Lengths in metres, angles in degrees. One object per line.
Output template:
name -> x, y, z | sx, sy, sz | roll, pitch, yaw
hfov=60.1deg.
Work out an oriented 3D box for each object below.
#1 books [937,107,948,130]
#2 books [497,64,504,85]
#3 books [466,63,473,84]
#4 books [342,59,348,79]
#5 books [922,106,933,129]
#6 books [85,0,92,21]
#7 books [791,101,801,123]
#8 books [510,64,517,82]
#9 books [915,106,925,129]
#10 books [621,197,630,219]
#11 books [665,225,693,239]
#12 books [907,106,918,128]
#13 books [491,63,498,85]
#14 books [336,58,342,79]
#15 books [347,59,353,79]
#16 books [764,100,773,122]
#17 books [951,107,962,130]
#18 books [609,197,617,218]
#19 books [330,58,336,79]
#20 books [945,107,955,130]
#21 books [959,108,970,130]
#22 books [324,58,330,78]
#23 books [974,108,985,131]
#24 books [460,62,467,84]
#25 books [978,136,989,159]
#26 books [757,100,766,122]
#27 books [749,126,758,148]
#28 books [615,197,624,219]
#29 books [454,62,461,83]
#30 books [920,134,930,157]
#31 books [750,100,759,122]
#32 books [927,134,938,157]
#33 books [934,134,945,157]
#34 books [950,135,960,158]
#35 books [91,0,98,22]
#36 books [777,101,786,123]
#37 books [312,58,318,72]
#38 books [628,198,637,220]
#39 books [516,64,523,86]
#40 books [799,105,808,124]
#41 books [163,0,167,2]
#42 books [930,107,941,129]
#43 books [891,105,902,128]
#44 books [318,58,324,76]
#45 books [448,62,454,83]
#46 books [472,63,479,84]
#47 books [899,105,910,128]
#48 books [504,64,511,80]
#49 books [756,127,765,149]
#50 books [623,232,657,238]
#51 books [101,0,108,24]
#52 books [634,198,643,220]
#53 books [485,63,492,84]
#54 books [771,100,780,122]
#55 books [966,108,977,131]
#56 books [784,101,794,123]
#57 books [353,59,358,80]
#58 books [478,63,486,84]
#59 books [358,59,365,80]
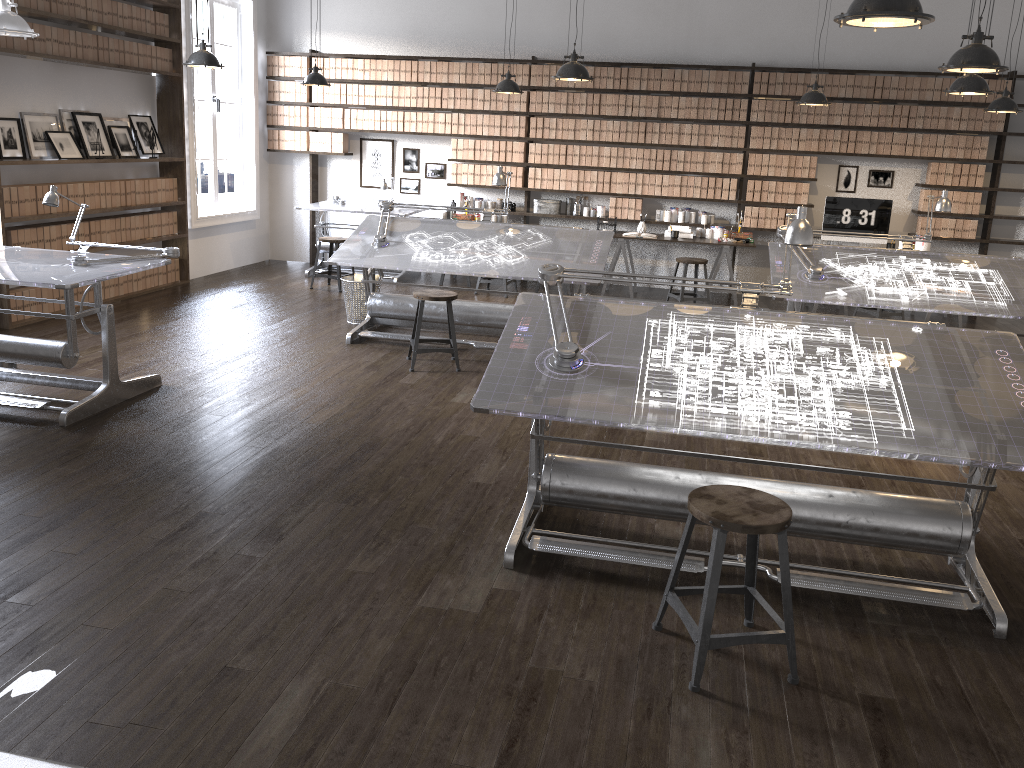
books -> 4.326, -2.677, 8.940 | 0.067, 0.223, 0.176 | 5, 14, 11
books -> -0.111, -3.402, 9.748 | 0.067, 0.223, 0.176 | 5, 14, 11
books -> -0.451, -3.437, 9.815 | 0.067, 0.223, 0.176 | 5, 14, 11
books -> -1.873, -3.582, 10.092 | 0.067, 0.223, 0.176 | 5, 14, 11
books -> 4.192, -2.693, 8.971 | 0.067, 0.223, 0.176 | 5, 14, 11
books -> -3.597, -3.130, 7.378 | 0.175, 0.223, 0.067 | 6, 13, 11
books -> 2.953, -2.820, 9.213 | 0.067, 0.223, 0.176 | 5, 14, 11
books -> 0.030, -3.388, 9.723 | 0.067, 0.223, 0.176 | 5, 14, 11
books -> 4.122, -2.699, 8.981 | 0.067, 0.223, 0.176 | 5, 14, 11
books -> 1.256, -1.938, 9.769 | 0.067, 0.223, 0.176 | 5, 14, 11
books -> 1.773, -1.624, 9.383 | 0.295, 0.146, 0.389 | 6, 15, 11
books -> 4.053, -2.707, 8.999 | 0.067, 0.223, 0.176 | 5, 14, 11
books -> -0.174, -3.407, 9.756 | 0.067, 0.223, 0.176 | 5, 14, 11
books -> -1.942, -3.590, 10.106 | 0.067, 0.223, 0.176 | 5, 14, 11
books -> -1.808, -3.574, 10.074 | 0.067, 0.223, 0.176 | 5, 14, 11
books -> 2.680, -2.846, 9.259 | 0.067, 0.223, 0.176 | 5, 14, 11
books -> 4.453, -2.665, 8.918 | 0.067, 0.223, 0.176 | 5, 14, 11
books -> 1.120, -1.950, 9.789 | 0.067, 0.223, 0.176 | 5, 14, 11
books -> -2.013, -3.596, 10.115 | 0.067, 0.223, 0.176 | 5, 14, 11
books -> 4.392, -2.672, 8.931 | 0.067, 0.223, 0.176 | 5, 14, 11
books -> 4.524, -2.658, 8.902 | 0.067, 0.223, 0.176 | 5, 14, 11
books -> -2.081, -3.604, 10.133 | 0.067, 0.223, 0.176 | 5, 14, 11
books -> 4.662, -2.645, 8.881 | 0.067, 0.223, 0.176 | 5, 14, 11
books -> -0.521, -3.443, 9.825 | 0.067, 0.223, 0.176 | 5, 14, 11
books -> 4.729, -2.376, 8.919 | 0.067, 0.223, 0.176 | 5, 14, 11
books -> 2.610, -2.853, 9.273 | 0.067, 0.223, 0.176 | 5, 14, 11
books -> 2.549, -2.600, 9.345 | 0.067, 0.223, 0.176 | 5, 14, 11
books -> 1.187, -1.945, 9.782 | 0.067, 0.223, 0.176 | 5, 14, 11
books -> -0.591, -3.450, 9.840 | 0.067, 0.223, 0.176 | 5, 14, 11
books -> 4.191, -2.433, 9.029 | 0.067, 0.223, 0.176 | 5, 14, 11
books -> 2.539, -2.861, 9.290 | 0.067, 0.223, 0.176 | 5, 14, 11
books -> 4.259, -2.425, 9.014 | 0.067, 0.223, 0.176 | 5, 14, 11
books -> 4.327, -2.417, 8.996 | 0.067, 0.223, 0.176 | 5, 14, 11
books -> 4.460, -2.405, 8.974 | 0.067, 0.223, 0.176 | 5, 14, 11
books -> -3.584, -3.148, 7.448 | 0.175, 0.223, 0.067 | 6, 13, 11
books -> 2.808, -2.835, 9.241 | 0.067, 0.223, 0.176 | 5, 14, 11
books -> -2.227, -3.619, 10.161 | 0.067, 0.223, 0.176 | 5, 14, 11
books -> 1.324, -1.930, 9.751 | 0.067, 0.223, 0.176 | 5, 14, 11
books -> 0.098, -3.380, 9.706 | 0.067, 0.223, 0.176 | 5, 14, 11
books -> 3.022, -2.812, 9.195 | 0.067, 0.223, 0.176 | 5, 14, 11
books -> -3.356, -3.717, 8.370 | 0.174, 0.223, 0.067 | 6, 13, 11
books -> 4.261, -2.686, 8.958 | 0.067, 0.223, 0.176 | 5, 14, 11
books -> 3.908, -2.722, 9.027 | 0.067, 0.223, 0.176 | 5, 14, 11
books -> -2.155, -3.610, 10.142 | 0.067, 0.223, 0.176 | 5, 14, 11
books -> -0.652, -3.457, 9.854 | 0.067, 0.223, 0.176 | 5, 14, 11
books -> -0.382, -3.430, 9.804 | 0.067, 0.223, 0.176 | 5, 14, 11
books -> 3.979, -2.713, 9.008 | 0.067, 0.223, 0.176 | 5, 14, 11
books -> -0.038, -3.394, 9.735 | 0.067, 0.223, 0.176 | 5, 14, 11
books -> 2.609, -2.593, 9.329 | 0.067, 0.223, 0.176 | 5, 14, 11
books -> 1.346, -1.565, 9.300 | 0.355, 0.029, 0.259 | 6, 16, 11
books -> -3.555, -3.181, 7.571 | 0.175, 0.223, 0.067 | 6, 13, 11
books -> 1.395, -1.924, 9.742 | 0.067, 0.223, 0.176 | 5, 14, 11
books -> -0.245, -3.414, 9.770 | 0.067, 0.223, 0.176 | 5, 14, 11
books -> 2.743, -2.841, 9.251 | 0.067, 0.223, 0.176 | 5, 14, 11
books -> 4.593, -2.652, 8.893 | 0.067, 0.223, 0.176 | 5, 14, 11
books -> 2.879, -2.826, 9.222 | 0.067, 0.223, 0.176 | 5, 14, 11
books -> -1.742, -3.569, 10.065 | 0.067, 0.223, 0.176 | 5, 14, 11
books -> -0.315, -3.422, 9.787 | 0.067, 0.223, 0.176 | 5, 14, 11
books -> -1.681, -3.562, 10.052 | 0.067, 0.223, 0.176 | 5, 14, 11
